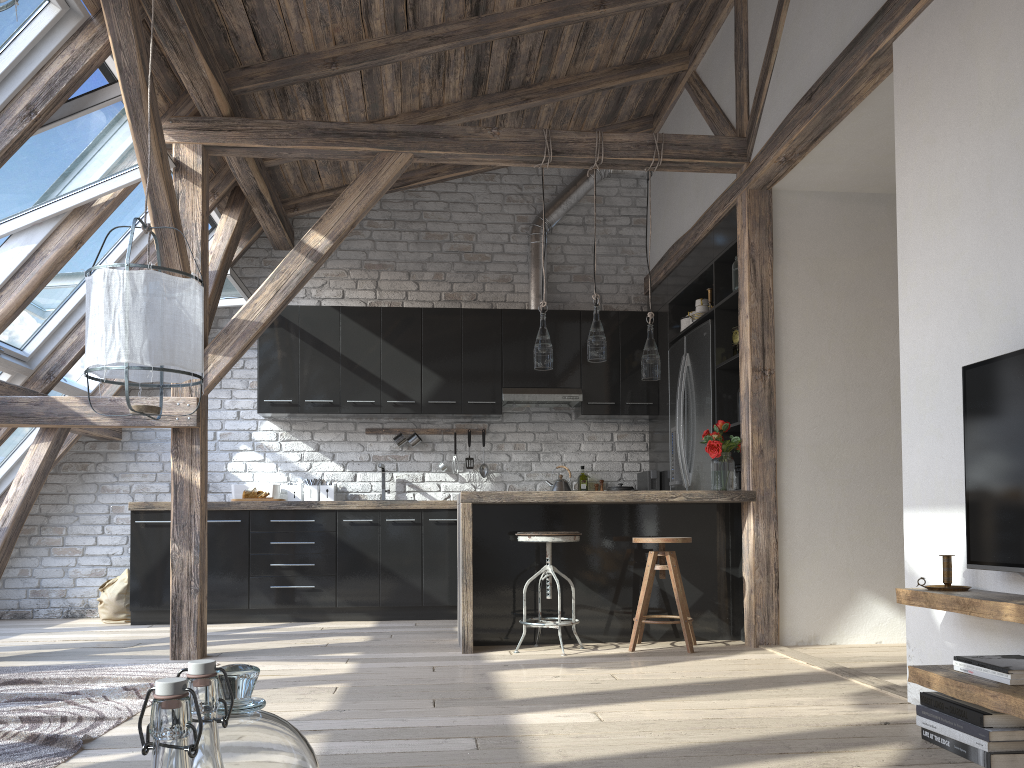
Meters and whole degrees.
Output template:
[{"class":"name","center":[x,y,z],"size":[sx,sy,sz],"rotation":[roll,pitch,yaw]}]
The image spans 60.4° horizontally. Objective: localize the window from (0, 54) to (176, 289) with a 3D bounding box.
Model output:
[{"class":"window","center":[-2.388,-0.906,4.070],"size":[1.406,1.267,0.863],"rotation":[0,-4,-6]}]

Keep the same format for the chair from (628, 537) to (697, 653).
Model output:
[{"class":"chair","center":[0.813,1.126,4.745],"size":[0.341,0.591,0.343],"rotation":[-1,-4,14]}]

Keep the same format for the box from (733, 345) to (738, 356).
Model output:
[{"class":"box","center":[1.396,-0.174,5.359],"size":[0.083,0.112,0.083],"rotation":[0,-5,-6]}]

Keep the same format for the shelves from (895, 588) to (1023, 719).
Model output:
[{"class":"shelves","center":[1.439,0.780,2.154],"size":[0.331,0.445,1.622],"rotation":[0,-9,-6]}]

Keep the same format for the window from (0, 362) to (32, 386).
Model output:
[{"class":"window","center":[-3.413,0.415,4.850],"size":[1.096,1.267,0.863],"rotation":[0,-4,-6]}]

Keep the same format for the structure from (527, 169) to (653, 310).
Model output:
[{"class":"structure","center":[0.610,-1.160,6.925],"size":[0.982,1.275,0.171],"rotation":[0,-2,-6]}]

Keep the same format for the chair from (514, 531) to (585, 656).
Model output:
[{"class":"chair","center":[0.198,1.103,4.695],"size":[0.354,0.631,0.356],"rotation":[-2,-4,28]}]

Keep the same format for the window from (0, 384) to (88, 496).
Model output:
[{"class":"window","center":[-3.503,0.563,5.765],"size":[1.096,1.267,0.863],"rotation":[0,-4,-6]}]

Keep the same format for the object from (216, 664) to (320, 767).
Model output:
[{"class":"object","center":[-0.251,0.379,0.800],"size":[0.156,0.245,0.157],"rotation":[3,-5,-37]}]

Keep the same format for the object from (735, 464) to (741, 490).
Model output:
[{"class":"object","center":[1.388,0.562,5.279],"size":[0.134,0.163,0.135],"rotation":[1,-5,-16]}]

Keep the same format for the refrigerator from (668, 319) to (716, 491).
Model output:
[{"class":"refrigerator","center":[1.537,0.630,5.923],"size":[0.852,1.907,0.950],"rotation":[0,-3,-6]}]

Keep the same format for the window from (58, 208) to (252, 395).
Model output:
[{"class":"window","center":[-2.582,-0.610,5.899],"size":[1.520,1.267,0.863],"rotation":[0,-4,-6]}]

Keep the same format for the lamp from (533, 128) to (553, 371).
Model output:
[{"class":"lamp","center":[0.172,-0.731,4.804],"size":[0.108,1.279,0.226],"rotation":[0,-2,-4]}]

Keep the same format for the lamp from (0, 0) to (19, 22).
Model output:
[{"class":"lamp","center":[-1.197,-1.353,1.762],"size":[0.408,1.295,0.402],"rotation":[1,-3,-29]}]

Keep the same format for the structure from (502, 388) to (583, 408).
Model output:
[{"class":"structure","center":[0.213,0.104,6.746],"size":[0.600,0.102,0.373],"rotation":[0,-9,-6]}]

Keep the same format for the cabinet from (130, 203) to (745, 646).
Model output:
[{"class":"cabinet","center":[-0.486,0.355,5.800],"size":[4.214,2.490,2.113],"rotation":[0,-5,-6]}]

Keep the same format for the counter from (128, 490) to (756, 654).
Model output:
[{"class":"counter","center":[-0.676,1.164,5.682],"size":[3.811,0.845,2.268],"rotation":[0,-8,-6]}]

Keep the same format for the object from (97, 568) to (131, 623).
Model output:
[{"class":"object","center":[-2.836,1.514,6.333],"size":[0.393,0.386,0.340],"rotation":[-2,-6,20]}]

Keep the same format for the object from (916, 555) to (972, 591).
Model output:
[{"class":"object","center":[1.414,0.612,2.857],"size":[0.139,0.111,0.141],"rotation":[2,-7,-23]}]

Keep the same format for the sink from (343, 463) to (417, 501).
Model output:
[{"class":"sink","center":[-0.961,0.839,6.491],"size":[0.526,0.511,0.519],"rotation":[0,-6,-6]}]

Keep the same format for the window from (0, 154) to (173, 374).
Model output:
[{"class":"window","center":[-2.429,-0.757,4.990],"size":[1.096,1.267,0.863],"rotation":[0,-4,-6]}]

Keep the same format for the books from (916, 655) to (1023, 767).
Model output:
[{"class":"books","center":[1.401,0.934,2.548],"size":[0.290,0.262,0.364],"rotation":[0,-7,-6]}]

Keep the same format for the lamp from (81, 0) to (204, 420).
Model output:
[{"class":"lamp","center":[-1.341,-0.821,3.238],"size":[0.401,1.881,0.409],"rotation":[-2,-3,35]}]

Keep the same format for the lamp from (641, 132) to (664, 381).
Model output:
[{"class":"lamp","center":[0.772,-0.699,4.863],"size":[0.109,1.332,0.227],"rotation":[0,-2,-4]}]

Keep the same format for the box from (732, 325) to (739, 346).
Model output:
[{"class":"box","center":[1.386,-0.291,5.328],"size":[0.083,0.112,0.083],"rotation":[2,-5,-26]}]

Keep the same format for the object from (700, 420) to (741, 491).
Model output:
[{"class":"object","center":[1.181,0.401,4.960],"size":[0.252,0.412,0.314],"rotation":[-2,-5,27]}]

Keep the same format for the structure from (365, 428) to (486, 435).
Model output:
[{"class":"structure","center":[-0.663,0.364,6.793],"size":[0.932,0.045,0.082],"rotation":[1,-8,-6]}]

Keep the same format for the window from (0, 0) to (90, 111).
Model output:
[{"class":"window","center":[-2.248,-1.053,3.160],"size":[1.096,1.267,0.863],"rotation":[0,-4,-6]}]

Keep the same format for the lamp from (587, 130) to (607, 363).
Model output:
[{"class":"lamp","center":[0.461,-0.752,4.841],"size":[0.108,1.229,0.241],"rotation":[-1,-2,6]}]

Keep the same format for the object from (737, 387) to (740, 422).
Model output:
[{"class":"object","center":[1.374,0.092,5.192],"size":[0.086,0.300,0.086],"rotation":[0,-3,-14]}]

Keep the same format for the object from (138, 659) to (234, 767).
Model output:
[{"class":"object","center":[-0.235,0.341,0.636],"size":[0.071,0.265,0.155],"rotation":[0,-4,-6]}]
